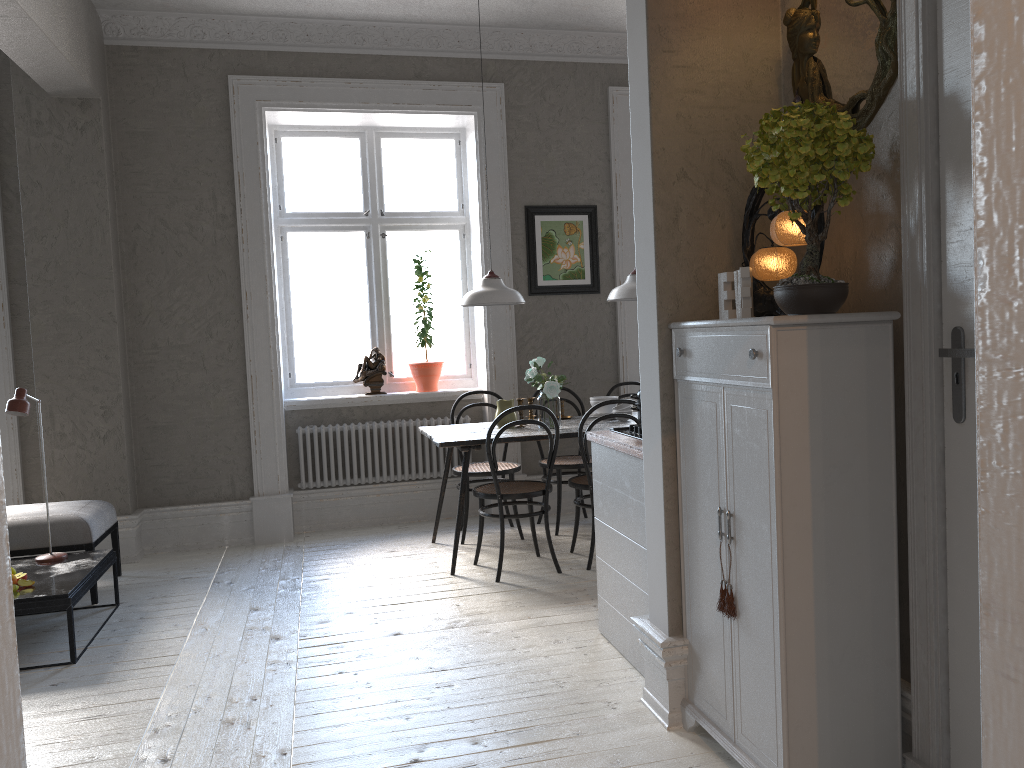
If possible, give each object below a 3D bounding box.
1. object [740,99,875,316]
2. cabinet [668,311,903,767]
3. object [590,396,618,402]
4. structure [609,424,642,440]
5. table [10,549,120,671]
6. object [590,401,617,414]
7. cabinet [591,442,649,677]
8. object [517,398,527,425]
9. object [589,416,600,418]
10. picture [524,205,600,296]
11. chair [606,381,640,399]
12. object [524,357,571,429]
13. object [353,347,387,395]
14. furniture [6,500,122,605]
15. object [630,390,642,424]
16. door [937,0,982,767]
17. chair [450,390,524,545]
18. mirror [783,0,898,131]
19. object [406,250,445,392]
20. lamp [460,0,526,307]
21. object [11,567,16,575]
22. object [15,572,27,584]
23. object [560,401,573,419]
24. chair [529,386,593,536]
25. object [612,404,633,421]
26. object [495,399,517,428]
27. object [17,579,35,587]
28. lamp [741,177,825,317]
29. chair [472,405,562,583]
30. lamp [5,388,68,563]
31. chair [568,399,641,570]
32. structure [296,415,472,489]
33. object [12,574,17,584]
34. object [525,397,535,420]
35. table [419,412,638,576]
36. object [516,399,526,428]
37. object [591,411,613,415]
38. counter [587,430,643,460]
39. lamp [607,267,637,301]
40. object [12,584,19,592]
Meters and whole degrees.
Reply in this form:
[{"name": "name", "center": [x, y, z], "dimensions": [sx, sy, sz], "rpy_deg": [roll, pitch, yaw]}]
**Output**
[{"name": "object", "center": [0.773, -0.457, 2.315], "dimensions": [0.336, 0.553, 0.301], "rpy_deg": [-1, 3, 21]}, {"name": "cabinet", "center": [0.759, 0.458, 2.540], "dimensions": [0.387, 1.297, 0.659], "rpy_deg": [-3, 3, -13]}, {"name": "object", "center": [0.578, 0.129, 5.540], "dimensions": [0.182, 0.094, 0.177], "rpy_deg": [-4, 3, -22]}, {"name": "structure", "center": [0.756, 0.174, 3.577], "dimensions": [0.612, 0.031, 0.491], "rpy_deg": [-3, 3, -14]}, {"name": "table", "center": [-2.536, 1.031, 3.889], "dimensions": [1.323, 0.303, 0.840], "rpy_deg": [-3, 3, -14]}, {"name": "object", "center": [0.578, 0.149, 5.541], "dimensions": [0.182, 0.094, 0.177], "rpy_deg": [-4, 3, -22]}, {"name": "cabinet", "center": [2.055, 0.507, 4.563], "dimensions": [1.949, 0.854, 4.277], "rpy_deg": [0, 4, 33]}, {"name": "object", "center": [0.058, 0.162, 5.372], "dimensions": [0.061, 0.172, 0.062], "rpy_deg": [-2, 3, 8]}, {"name": "object", "center": [0.581, 0.202, 5.544], "dimensions": [0.237, 0.027, 0.238], "rpy_deg": [-2, 3, 4]}, {"name": "picture", "center": [0.355, -0.931, 6.166], "dimensions": [0.526, 0.620, 0.020], "rpy_deg": [-3, 3, -15]}, {"name": "chair", "center": [0.854, 0.455, 5.937], "dimensions": [0.438, 0.921, 0.548], "rpy_deg": [-3, 3, -1]}, {"name": "object", "center": [0.202, 0.049, 5.090], "dimensions": [0.254, 0.414, 0.308], "rpy_deg": [-3, 3, -15]}, {"name": "object", "center": [-0.987, -0.090, 6.127], "dimensions": [0.239, 0.329, 0.119], "rpy_deg": [-3, 3, -13]}, {"name": "furniture", "center": [-2.581, 0.892, 4.659], "dimensions": [0.836, 0.476, 0.577], "rpy_deg": [-3, 3, -14]}, {"name": "object", "center": [0.596, 0.089, 3.609], "dimensions": [0.197, 0.147, 0.186], "rpy_deg": [-5, 4, -34]}, {"name": "door", "center": [1.132, 0.017, 1.802], "dimensions": [0.081, 2.183, 0.743], "rpy_deg": [-3, 3, -13]}, {"name": "chair", "center": [-0.167, 0.514, 5.687], "dimensions": [0.440, 0.921, 0.546], "rpy_deg": [-3, 3, -6]}, {"name": "mirror", "center": [0.915, -0.989, 2.504], "dimensions": [0.072, 0.593, 0.527], "rpy_deg": [-3, 3, -12]}, {"name": "object", "center": [-0.620, -0.442, 6.209], "dimensions": [0.265, 0.991, 0.274], "rpy_deg": [-1, 4, 26]}, {"name": "lamp", "center": [-0.153, -1.380, 5.070], "dimensions": [0.373, 1.859, 0.385], "rpy_deg": [-1, 4, 24]}, {"name": "object", "center": [-2.237, 0.838, 3.930], "dimensions": [0.067, 0.055, 0.061], "rpy_deg": [1, 4, 44]}, {"name": "object", "center": [-2.145, 0.846, 3.852], "dimensions": [0.066, 0.039, 0.064], "rpy_deg": [-3, 3, -8]}, {"name": "object", "center": [0.320, 0.165, 5.654], "dimensions": [0.142, 0.112, 0.137], "rpy_deg": [-4, 4, -31]}, {"name": "chair", "center": [0.375, 0.482, 5.831], "dimensions": [0.443, 0.921, 0.543], "rpy_deg": [-4, 3, -16]}, {"name": "object", "center": [0.667, 0.164, 5.342], "dimensions": [0.127, 0.119, 0.125], "rpy_deg": [-2, 3, 2]}, {"name": "object", "center": [-0.043, 0.173, 5.276], "dimensions": [0.146, 0.170, 0.138], "rpy_deg": [0, 4, 38]}, {"name": "object", "center": [-2.075, 0.848, 3.783], "dimensions": [0.061, 0.036, 0.048], "rpy_deg": [-3, 3, -3]}, {"name": "lamp", "center": [0.795, -0.359, 2.611], "dimensions": [0.172, 0.558, 0.447], "rpy_deg": [-3, 3, -5]}, {"name": "chair", "center": [0.017, 0.556, 4.783], "dimensions": [0.443, 0.921, 0.543], "rpy_deg": [-4, 3, -16]}, {"name": "lamp", "center": [-2.263, 0.433, 4.196], "dimensions": [0.136, 0.839, 0.255], "rpy_deg": [-1, 4, 22]}, {"name": "chair", "center": [0.538, 0.525, 4.922], "dimensions": [0.440, 0.921, 0.546], "rpy_deg": [-3, 3, -6]}, {"name": "structure", "center": [-0.849, 0.461, 6.089], "dimensions": [1.237, 0.428, 0.147], "rpy_deg": [-3, 3, -16]}, {"name": "object", "center": [-2.145, 0.839, 3.773], "dimensions": [0.065, 0.062, 0.058], "rpy_deg": [-5, 4, -32]}, {"name": "object", "center": [0.116, 0.155, 5.449], "dimensions": [0.098, 0.172, 0.094], "rpy_deg": [-5, 4, -32]}, {"name": "table", "center": [0.461, 0.598, 5.364], "dimensions": [1.939, 0.735, 0.895], "rpy_deg": [-3, 3, -14]}, {"name": "object", "center": [0.050, 0.172, 5.244], "dimensions": [0.059, 0.167, 0.059], "rpy_deg": [-3, 3, 0]}, {"name": "object", "center": [0.581, 0.185, 5.543], "dimensions": [0.236, 0.027, 0.239], "rpy_deg": [-2, 3, 9]}, {"name": "counter", "center": [1.796, 0.086, 4.939], "dimensions": [3.425, 0.039, 3.129], "rpy_deg": [-3, 3, -14]}, {"name": "lamp", "center": [0.720, -1.431, 5.296], "dimensions": [0.381, 1.859, 0.377], "rpy_deg": [-3, 3, -6]}, {"name": "object", "center": [-2.102, 0.853, 3.715], "dimensions": [0.066, 0.037, 0.048], "rpy_deg": [-2, 3, 13]}]
